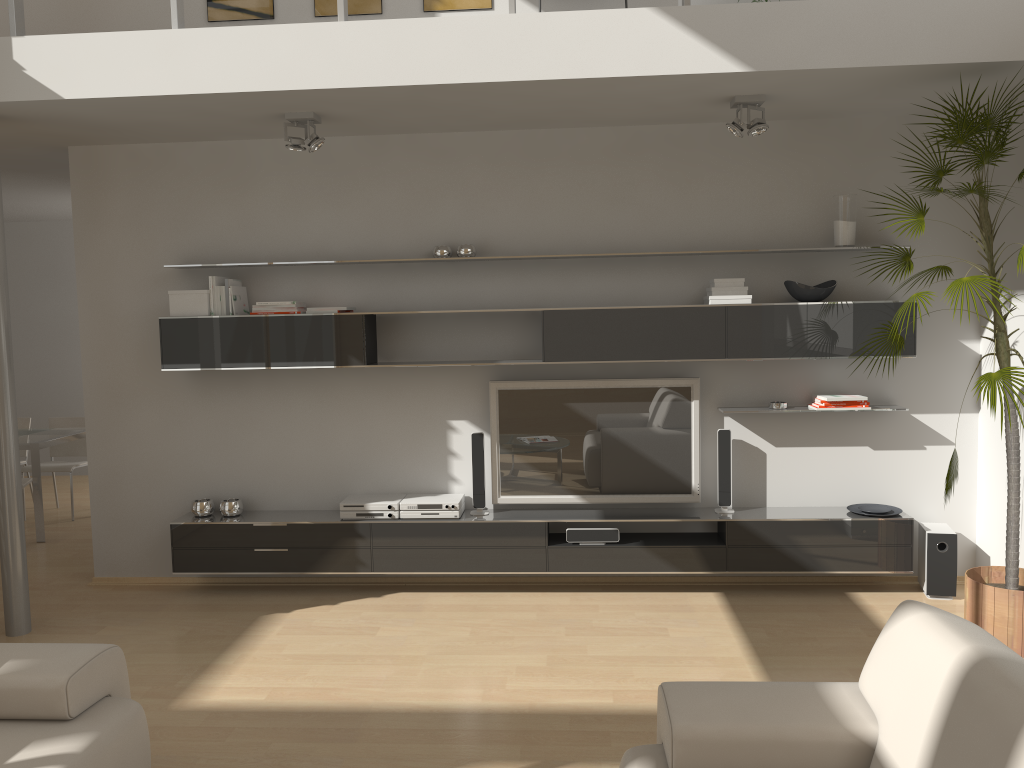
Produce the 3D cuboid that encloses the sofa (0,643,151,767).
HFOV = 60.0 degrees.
[{"bbox_3d":[-1.815,1.098,2.063,1.168,0.846,2.093,-1,5,4],"label":"sofa"}]

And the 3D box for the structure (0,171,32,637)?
[{"bbox_3d":[-2.657,-0.020,4.614,0.121,2.700,0.122,-2,5,-8],"label":"structure"}]

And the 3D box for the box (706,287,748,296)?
[{"bbox_3d":[1.216,-0.523,5.023,0.200,0.047,0.200,-1,5,4],"label":"box"}]

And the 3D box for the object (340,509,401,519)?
[{"bbox_3d":[-0.821,0.754,5.259,0.349,0.049,0.262,-1,5,4],"label":"object"}]

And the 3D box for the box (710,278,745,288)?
[{"bbox_3d":[1.216,-0.570,5.018,0.168,0.047,0.168,-1,5,4],"label":"box"}]

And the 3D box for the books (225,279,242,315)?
[{"bbox_3d":[-1.634,-0.509,5.212,0.021,0.210,0.207,-1,5,4],"label":"books"}]

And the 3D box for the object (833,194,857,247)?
[{"bbox_3d":[1.870,-0.910,4.982,0.129,0.291,0.129,-3,5,-24],"label":"object"}]

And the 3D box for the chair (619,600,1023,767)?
[{"bbox_3d":[0.808,1.055,1.869,1.165,0.846,1.562,-1,5,4],"label":"chair"}]

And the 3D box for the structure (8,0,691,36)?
[{"bbox_3d":[-0.022,-2.144,4.094,5.400,0.900,0.080,-1,5,4],"label":"structure"}]

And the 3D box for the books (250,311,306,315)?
[{"bbox_3d":[-1.348,-0.414,5.181,0.297,0.013,0.210,-1,5,4],"label":"books"}]

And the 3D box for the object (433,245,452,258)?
[{"bbox_3d":[-0.407,-0.770,5.182,0.115,0.081,0.115,-3,5,-15],"label":"object"}]

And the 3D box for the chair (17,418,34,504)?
[{"bbox_3d":[-4.475,0.720,7.646,0.455,0.807,0.501,-1,5,4],"label":"chair"}]

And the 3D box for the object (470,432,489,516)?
[{"bbox_3d":[-0.197,0.525,5.232,0.111,0.483,0.116,-1,5,0],"label":"object"}]

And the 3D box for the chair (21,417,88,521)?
[{"bbox_3d":[-3.836,0.712,7.569,0.455,0.807,0.501,-1,5,4],"label":"chair"}]

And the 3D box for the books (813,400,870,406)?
[{"bbox_3d":[1.870,0.105,5.045,0.254,0.015,0.190,-1,5,0],"label":"books"}]

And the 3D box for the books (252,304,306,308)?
[{"bbox_3d":[-1.355,-0.454,5.175,0.254,0.015,0.190,-1,5,5],"label":"books"}]

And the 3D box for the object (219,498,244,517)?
[{"bbox_3d":[-1.692,0.745,5.347,0.143,0.091,0.143,2,6,36],"label":"object"}]

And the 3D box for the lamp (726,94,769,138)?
[{"bbox_3d":[1.198,-1.355,4.519,0.214,0.195,0.150,-1,5,4],"label":"lamp"}]

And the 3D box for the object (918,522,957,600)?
[{"bbox_3d":[2.406,1.002,5.021,0.150,0.374,0.275,0,5,14],"label":"object"}]

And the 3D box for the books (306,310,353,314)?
[{"bbox_3d":[-1.061,-0.421,5.175,0.190,0.015,0.254,0,5,10],"label":"books"}]

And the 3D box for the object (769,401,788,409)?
[{"bbox_3d":[1.529,0.122,5.096,0.106,0.035,0.105,3,6,39],"label":"object"}]

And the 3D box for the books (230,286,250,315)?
[{"bbox_3d":[-1.602,-0.490,5.226,0.023,0.169,0.230,-1,5,4],"label":"books"}]

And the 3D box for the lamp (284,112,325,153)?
[{"bbox_3d":[-1.094,-1.317,4.675,0.214,0.195,0.150,-1,5,4],"label":"lamp"}]

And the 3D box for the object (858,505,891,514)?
[{"bbox_3d":[2.061,0.719,5.045,0.178,0.020,0.178,-2,5,-13],"label":"object"}]

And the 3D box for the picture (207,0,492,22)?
[{"bbox_3d":[-0.973,-3.045,5.099,1.684,1.800,0.010,-1,5,4],"label":"picture"}]

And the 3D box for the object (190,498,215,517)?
[{"bbox_3d":[-1.869,0.748,5.360,0.143,0.091,0.143,2,6,36],"label":"object"}]

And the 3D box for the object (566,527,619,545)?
[{"bbox_3d":[0.462,0.868,5.089,0.300,0.092,0.085,-1,5,4],"label":"object"}]

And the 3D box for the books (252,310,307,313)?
[{"bbox_3d":[-1.352,-0.426,5.181,0.268,0.011,0.190,-1,5,5],"label":"books"}]

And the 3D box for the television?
[{"bbox_3d":[0.487,0.336,5.236,1.224,0.735,0.096,-1,5,4],"label":"television"}]

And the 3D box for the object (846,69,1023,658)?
[{"bbox_3d":[2.307,-0.020,3.456,0.983,2.668,2.706,-3,5,-16],"label":"object"}]

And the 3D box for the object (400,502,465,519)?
[{"bbox_3d":[-0.466,0.748,5.240,0.349,0.049,0.250,-1,5,4],"label":"object"}]

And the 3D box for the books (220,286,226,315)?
[{"bbox_3d":[-1.657,-0.489,5.228,0.027,0.169,0.230,-1,5,4],"label":"books"}]

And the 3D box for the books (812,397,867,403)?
[{"bbox_3d":[1.862,0.090,5.047,0.254,0.015,0.190,-1,5,5],"label":"books"}]

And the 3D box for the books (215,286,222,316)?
[{"bbox_3d":[-1.685,-0.488,5.222,0.027,0.169,0.230,-1,5,4],"label":"books"}]

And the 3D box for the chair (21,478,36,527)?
[{"bbox_3d":[-3.850,0.791,6.604,0.455,0.807,0.501,-3,5,-16],"label":"chair"}]

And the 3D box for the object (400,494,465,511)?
[{"bbox_3d":[-0.468,0.700,5.230,0.349,0.049,0.262,-1,5,4],"label":"object"}]

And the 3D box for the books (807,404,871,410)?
[{"bbox_3d":[1.857,0.130,5.047,0.296,0.013,0.210,-1,5,4],"label":"books"}]

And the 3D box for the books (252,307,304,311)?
[{"bbox_3d":[-1.362,-0.439,5.179,0.254,0.015,0.190,-1,5,0],"label":"books"}]

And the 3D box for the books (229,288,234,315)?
[{"bbox_3d":[-1.618,-0.483,5.214,0.009,0.156,0.207,-1,5,4],"label":"books"}]

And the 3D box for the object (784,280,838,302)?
[{"bbox_3d":[1.679,-0.521,4.984,0.317,0.125,0.223,-3,5,-18],"label":"object"}]

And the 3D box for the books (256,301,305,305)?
[{"bbox_3d":[-1.351,-0.471,5.186,0.227,0.017,0.230,-1,5,-1],"label":"books"}]

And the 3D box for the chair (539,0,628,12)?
[{"bbox_3d":[0.381,-2.170,4.772,0.628,0.825,0.537,-1,5,4],"label":"chair"}]

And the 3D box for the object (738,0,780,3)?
[{"bbox_3d":[2.024,-2.369,5.292,1.331,1.069,1.491,-1,5,1],"label":"object"}]

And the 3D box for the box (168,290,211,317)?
[{"bbox_3d":[-1.852,-0.473,5.207,0.232,0.149,0.232,-1,5,4],"label":"box"}]

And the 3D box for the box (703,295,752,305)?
[{"bbox_3d":[1.220,-0.476,5.025,0.232,0.047,0.232,-1,5,4],"label":"box"}]

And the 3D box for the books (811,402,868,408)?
[{"bbox_3d":[1.860,0.118,5.045,0.268,0.011,0.190,-1,5,5],"label":"books"}]

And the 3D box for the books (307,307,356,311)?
[{"bbox_3d":[-1.049,-0.437,5.169,0.230,0.017,0.227,-1,5,4],"label":"books"}]

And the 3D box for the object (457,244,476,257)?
[{"bbox_3d":[-0.264,-0.769,5.130,0.115,0.081,0.115,-3,5,-15],"label":"object"}]

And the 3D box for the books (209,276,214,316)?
[{"bbox_3d":[-1.726,-0.516,5.224,0.017,0.227,0.230,-1,5,4],"label":"books"}]

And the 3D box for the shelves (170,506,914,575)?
[{"bbox_3d":[0.121,0.918,5.206,4.236,0.312,0.300,-1,5,4],"label":"shelves"}]

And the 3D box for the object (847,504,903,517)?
[{"bbox_3d":[2.061,0.722,5.045,0.294,0.020,0.294,3,6,43],"label":"object"}]

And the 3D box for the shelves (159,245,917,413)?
[{"bbox_3d":[0.095,-0.276,5.109,4.236,0.914,0.300,-1,5,4],"label":"shelves"}]

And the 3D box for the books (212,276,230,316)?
[{"bbox_3d":[-1.707,-0.517,5.229,0.017,0.227,0.230,-1,5,4],"label":"books"}]

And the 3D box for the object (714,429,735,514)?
[{"bbox_3d":[1.231,0.501,5.139,0.111,0.483,0.116,0,5,10],"label":"object"}]

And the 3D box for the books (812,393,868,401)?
[{"bbox_3d":[1.857,0.075,5.033,0.227,0.017,0.230,-1,5,-1],"label":"books"}]

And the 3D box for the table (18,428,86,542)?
[{"bbox_3d":[-4.573,0.793,7.143,2.199,0.746,0.900,-1,5,4],"label":"table"}]

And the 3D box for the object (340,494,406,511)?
[{"bbox_3d":[-0.822,0.706,5.255,0.349,0.049,0.262,-1,5,4],"label":"object"}]
